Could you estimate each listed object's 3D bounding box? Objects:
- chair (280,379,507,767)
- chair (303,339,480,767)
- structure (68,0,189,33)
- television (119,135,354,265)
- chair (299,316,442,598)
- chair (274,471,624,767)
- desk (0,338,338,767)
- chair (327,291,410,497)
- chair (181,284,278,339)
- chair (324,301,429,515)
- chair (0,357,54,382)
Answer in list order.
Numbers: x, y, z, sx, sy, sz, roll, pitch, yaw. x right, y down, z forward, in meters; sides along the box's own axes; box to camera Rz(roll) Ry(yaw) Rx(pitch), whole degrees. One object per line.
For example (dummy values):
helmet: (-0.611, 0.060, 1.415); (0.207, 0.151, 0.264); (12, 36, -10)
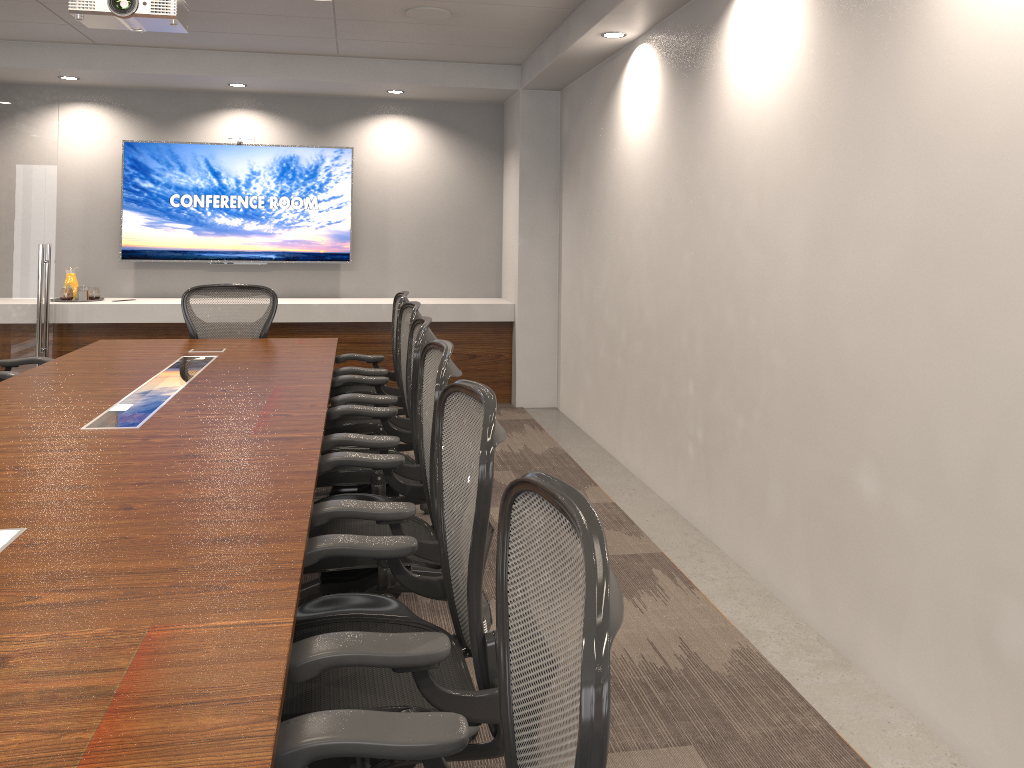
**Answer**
chair: (-0.301, 0.566, 1.803); (0.792, 1.088, 0.775); (-1, 3, -29)
chair: (-0.492, 0.424, 2.621); (0.761, 1.088, 0.807); (0, 3, -9)
structure: (-1.784, -1.902, 4.086); (0.460, 0.455, 0.320); (0, 2, -10)
television: (-2.339, -1.580, 7.482); (1.908, 1.107, 0.065); (0, -1, -10)
chair: (-0.581, 0.290, 3.396); (0.792, 1.088, 0.775); (0, 3, -25)
chair: (-0.210, 0.698, 1.039); (0.762, 1.088, 0.806); (0, 3, -11)
desk: (-1.258, 0.613, 2.400); (1.403, 0.747, 6.120); (-1, 10, -10)
chair: (-0.908, 0.011, 5.005); (0.761, 1.088, 0.807); (0, 3, -9)
chair: (-1.739, -0.059, 5.347); (0.770, 1.088, 0.797); (0, 3, -27)
chair: (-0.761, 0.147, 4.220); (0.762, 1.088, 0.806); (1, 3, 0)
chair: (-2.676, 0.042, 4.685); (0.762, 1.088, 0.806); (1, 3, -4)
